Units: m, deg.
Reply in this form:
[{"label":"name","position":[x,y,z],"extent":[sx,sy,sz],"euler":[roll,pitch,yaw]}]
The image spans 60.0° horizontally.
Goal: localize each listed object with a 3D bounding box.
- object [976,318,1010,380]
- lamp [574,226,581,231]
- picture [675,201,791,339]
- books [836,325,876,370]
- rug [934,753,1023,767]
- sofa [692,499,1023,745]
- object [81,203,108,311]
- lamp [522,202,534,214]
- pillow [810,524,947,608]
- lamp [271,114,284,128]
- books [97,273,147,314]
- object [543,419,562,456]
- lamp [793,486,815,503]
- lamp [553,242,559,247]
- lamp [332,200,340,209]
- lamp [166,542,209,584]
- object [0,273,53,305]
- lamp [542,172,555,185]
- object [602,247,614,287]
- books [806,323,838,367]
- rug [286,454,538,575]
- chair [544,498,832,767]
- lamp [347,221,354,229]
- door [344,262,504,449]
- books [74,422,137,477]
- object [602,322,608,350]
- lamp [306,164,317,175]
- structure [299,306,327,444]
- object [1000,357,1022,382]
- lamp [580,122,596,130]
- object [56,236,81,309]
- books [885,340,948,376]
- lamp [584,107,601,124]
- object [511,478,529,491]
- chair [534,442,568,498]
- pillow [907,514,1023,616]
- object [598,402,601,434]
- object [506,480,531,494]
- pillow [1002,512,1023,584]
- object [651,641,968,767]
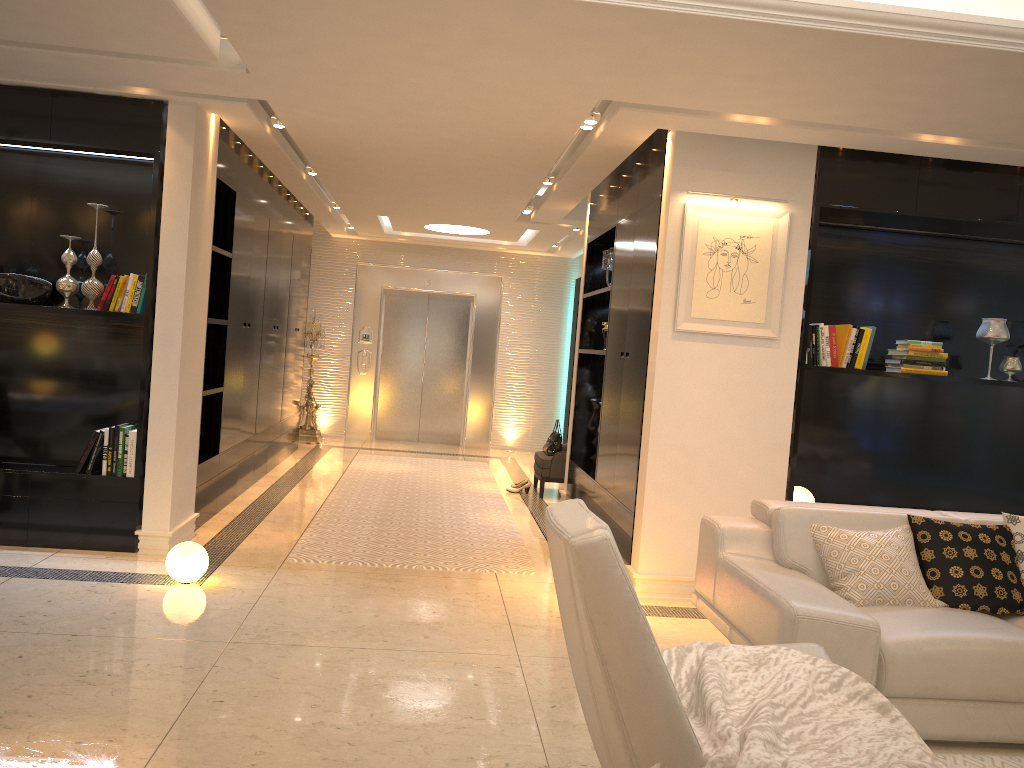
[{"label":"object","position":[2.981,-0.214,5.513],"extent":[0.181,0.381,0.181],"euler":[4,2,-11]},{"label":"lamp","position":[0.681,-1.688,9.390],"extent":[0.107,0.127,0.107],"euler":[4,3,-24]},{"label":"picture","position":[1.248,-0.643,5.024],"extent":[0.610,0.729,0.027],"euler":[4,2,-5]},{"label":"books","position":[2.039,-0.222,5.348],"extent":[0.210,0.261,0.212],"euler":[4,2,-5]},{"label":"rug","position":[2.153,1.460,1.887],"extent":[1.661,0.020,2.900],"euler":[4,2,-6]},{"label":"sofa","position":[2.082,1.002,3.857],"extent":[2.328,0.754,1.145],"euler":[4,2,-5]},{"label":"object","position":[-2.441,-0.738,5.185],"extent":[0.121,0.612,0.121],"euler":[4,2,-10]},{"label":"lamp","position":[0.147,-1.692,8.441],"extent":[0.107,0.127,0.235],"euler":[4,2,-5]},{"label":"pillow","position":[1.577,0.791,3.838],"extent":[0.521,0.329,0.351],"euler":[4,2,-5]},{"label":"lamp","position":[-1.495,-1.712,5.703],"extent":[0.107,0.127,0.107],"euler":[4,3,-24]},{"label":"books","position":[-2.266,-0.536,5.228],"extent":[0.290,0.238,0.189],"euler":[4,2,-7]},{"label":"object","position":[0.406,0.510,8.553],"extent":[0.168,0.345,0.366],"euler":[4,2,-6]},{"label":"lamp","position":[1.754,0.737,5.462],"extent":[0.213,0.214,0.212],"euler":[6,3,34]},{"label":"lamp","position":[0.536,-1.764,11.002],"extent":[0.107,0.127,0.107],"euler":[4,3,-24]},{"label":"lamp","position":[-1.808,-1.876,9.157],"extent":[0.107,0.127,0.107],"euler":[5,2,13]},{"label":"lamp","position":[-1.711,0.939,4.676],"extent":[0.213,0.214,0.212],"euler":[6,3,34]},{"label":"object","position":[-2.873,-0.547,5.156],"extent":[0.375,0.177,0.193],"euler":[4,2,-4]},{"label":"lamp","position":[0.282,-1.620,6.917],"extent":[0.107,0.127,0.107],"euler":[4,3,-24]},{"label":"object","position":[0.784,-0.908,7.023],"extent":[0.155,0.347,0.155],"euler":[3,3,-25]},{"label":"books","position":[1.809,-0.243,5.322],"extent":[0.240,0.270,0.208],"euler":[4,2,-5]},{"label":"rug","position":[-0.817,0.985,7.835],"extent":[1.526,0.015,5.025],"euler":[4,2,-5]},{"label":"chair","position":[0.542,0.826,2.209],"extent":[0.983,0.991,1.027],"euler":[4,2,-6]},{"label":"lamp","position":[-1.953,-1.952,10.770],"extent":[0.107,0.127,0.107],"euler":[4,3,-24]},{"label":"door","position":[-1.340,-5.830,2.007],"extent":[83.408,24.296,83.408],"euler":[5,2,16]},{"label":"books","position":[-2.367,0.380,5.249],"extent":[0.345,0.296,0.222],"euler":[4,2,-5]},{"label":"object","position":[0.799,-0.448,7.299],"extent":[0.079,0.361,0.176],"euler":[3,3,-24]},{"label":"lamp","position":[-1.642,-1.789,7.316],"extent":[0.107,0.127,0.107],"euler":[4,3,-24]},{"label":"structure","position":[-2.390,-0.116,11.138],"extent":[0.382,1.715,0.811],"euler":[5,2,19]},{"label":"object","position":[3.102,-0.090,5.518],"extent":[0.119,0.154,0.119],"euler":[5,2,4]},{"label":"lamp","position":[0.437,-1.536,5.125],"extent":[0.107,0.127,0.107],"euler":[4,3,-24]},{"label":"object","position":[-2.601,-0.654,5.201],"extent":[0.121,0.416,0.121],"euler":[4,2,-10]},{"label":"books","position":[2.475,-0.160,5.414],"extent":[0.296,0.197,0.260],"euler":[4,2,-3]},{"label":"lamp","position":[0.448,-1.530,4.996],"extent":[0.107,0.127,0.107],"euler":[4,3,-24]},{"label":"object","position":[0.084,0.965,8.628],"extent":[0.235,0.135,0.084],"euler":[7,3,43]},{"label":"chair","position":[0.584,0.622,8.561],"extent":[0.702,0.898,0.625],"euler":[4,2,-4]},{"label":"pillow","position":[2.034,0.790,3.889],"extent":[0.524,0.355,0.323],"euler":[4,2,-5]},{"label":"object","position":[0.827,0.427,7.504],"extent":[0.221,0.522,0.221],"euler":[5,2,-1]},{"label":"object","position":[0.063,0.971,8.436],"extent":[0.235,0.135,0.084],"euler":[4,2,-3]},{"label":"pillow","position":[2.485,0.808,3.974],"extent":[0.526,0.399,0.255],"euler":[4,2,-5]},{"label":"object","position":[0.598,1.037,2.016],"extent":[0.972,0.580,1.347],"euler":[6,3,32]}]
